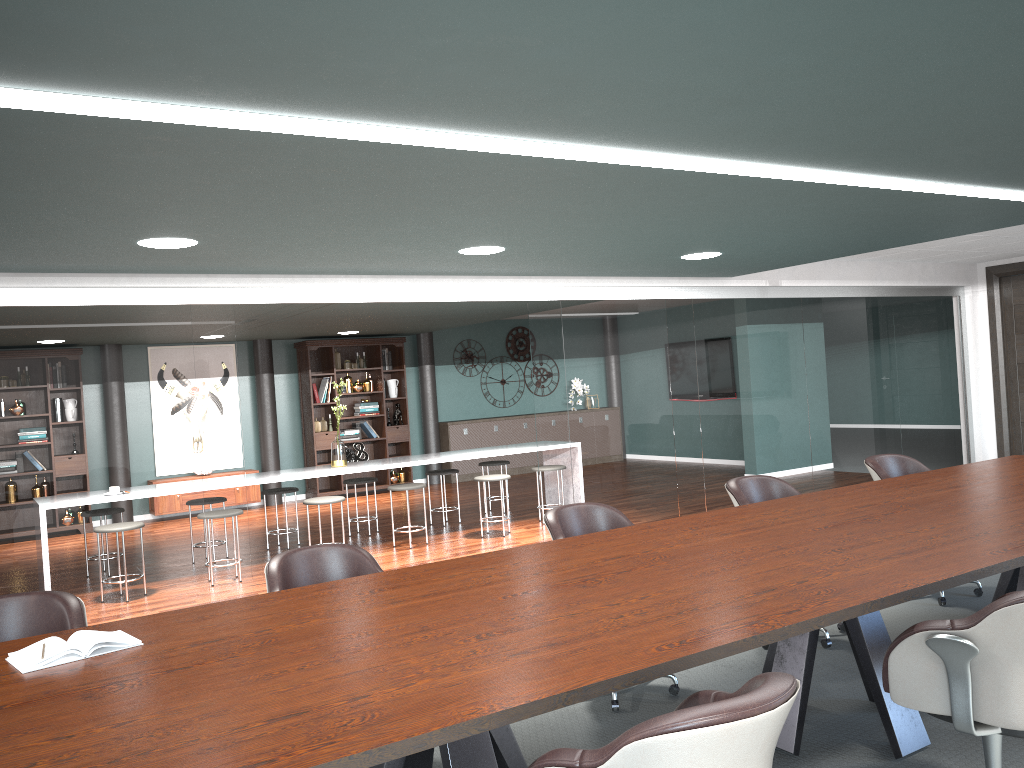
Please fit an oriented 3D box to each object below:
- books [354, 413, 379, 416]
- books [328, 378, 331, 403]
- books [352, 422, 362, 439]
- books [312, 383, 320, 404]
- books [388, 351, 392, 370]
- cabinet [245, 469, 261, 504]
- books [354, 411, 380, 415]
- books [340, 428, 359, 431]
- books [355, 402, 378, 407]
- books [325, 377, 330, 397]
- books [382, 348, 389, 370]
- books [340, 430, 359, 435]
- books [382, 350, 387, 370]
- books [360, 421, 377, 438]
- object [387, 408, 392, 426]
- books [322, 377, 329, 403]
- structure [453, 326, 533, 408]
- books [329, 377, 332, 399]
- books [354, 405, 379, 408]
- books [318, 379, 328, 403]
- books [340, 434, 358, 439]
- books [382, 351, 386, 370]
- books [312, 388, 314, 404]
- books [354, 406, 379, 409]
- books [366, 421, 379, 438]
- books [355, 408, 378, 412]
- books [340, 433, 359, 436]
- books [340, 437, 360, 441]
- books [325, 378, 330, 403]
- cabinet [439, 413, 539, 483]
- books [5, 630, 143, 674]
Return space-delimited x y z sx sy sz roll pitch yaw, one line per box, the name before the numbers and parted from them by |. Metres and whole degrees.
books | -1.875 0.395 11.443 0.268 0.016 0.205 -4 0 -32
books | -2.331 0.079 11.157 0.063 0.309 0.210 -4 0 -32
books | -1.997 0.603 11.411 0.063 0.214 0.139 -4 0 -32
books | -2.476 0.119 11.069 0.084 0.252 0.194 -4 0 -32
books | -1.630 -0.300 11.609 0.042 0.248 0.194 -4 0 -32
cabinet | -3.616 1.267 10.455 1.200 0.379 0.368 -4 0 -32
books | -1.874 0.372 11.445 0.286 0.027 0.184 -4 0 -32
books | -2.103 0.581 11.264 0.268 0.016 0.205 -4 0 -32
books | -1.881 0.263 11.444 0.248 0.042 0.194 -4 0 -32
books | -2.335 0.073 11.152 0.062 0.322 0.197 -4 0 -32
books | -1.662 -0.318 11.591 0.027 0.286 0.184 -4 0 -32
books | -2.092 0.609 11.269 0.248 0.042 0.194 -4 0 -32
books | -1.682 -0.308 11.578 0.016 0.268 0.205 -4 0 -32
books | -1.861 0.591 11.418 0.176 0.227 0.194 -4 0 -32
object | -1.608 0.432 11.561 0.077 0.228 0.077 -4 0 41
books | -2.361 0.078 11.139 0.090 0.316 0.197 -4 0 -32
structure | -0.051 -0.247 12.927 1.791 1.178 0.017 -4 0 -32
books | -2.322 0.072 11.159 0.062 0.322 0.197 -4 0 -32
books | -1.881 0.292 11.437 0.268 0.016 0.205 -4 0 -32
books | -2.384 0.089 11.131 0.115 0.296 0.210 -4 0 -32
books | -2.108 0.669 11.258 0.248 0.042 0.194 -4 0 -32
books | -1.706 -0.295 11.562 0.042 0.248 0.194 -4 0 -32
books | -2.529 0.124 11.036 0.042 0.248 0.194 -4 0 -32
books | -1.880 0.307 11.443 0.268 0.016 0.205 -4 0 -32
books | -1.832 0.587 11.436 0.166 0.228 0.205 -4 0 -32
books | -1.878 0.337 11.443 0.248 0.042 0.194 -4 0 -32
books | -2.110 0.640 11.258 0.268 0.016 0.205 -4 0 -32
books | -2.104 0.705 11.260 0.286 0.027 0.184 -4 0 -32
books | -2.344 0.080 11.150 0.063 0.309 0.210 -4 0 -32
cabinet | -3.641 1.124 10.421 12.287 0.820 0.402 -4 0 -32
books | -1.129 0.676 2.291 0.285 0.032 0.180 -4 0 -41
